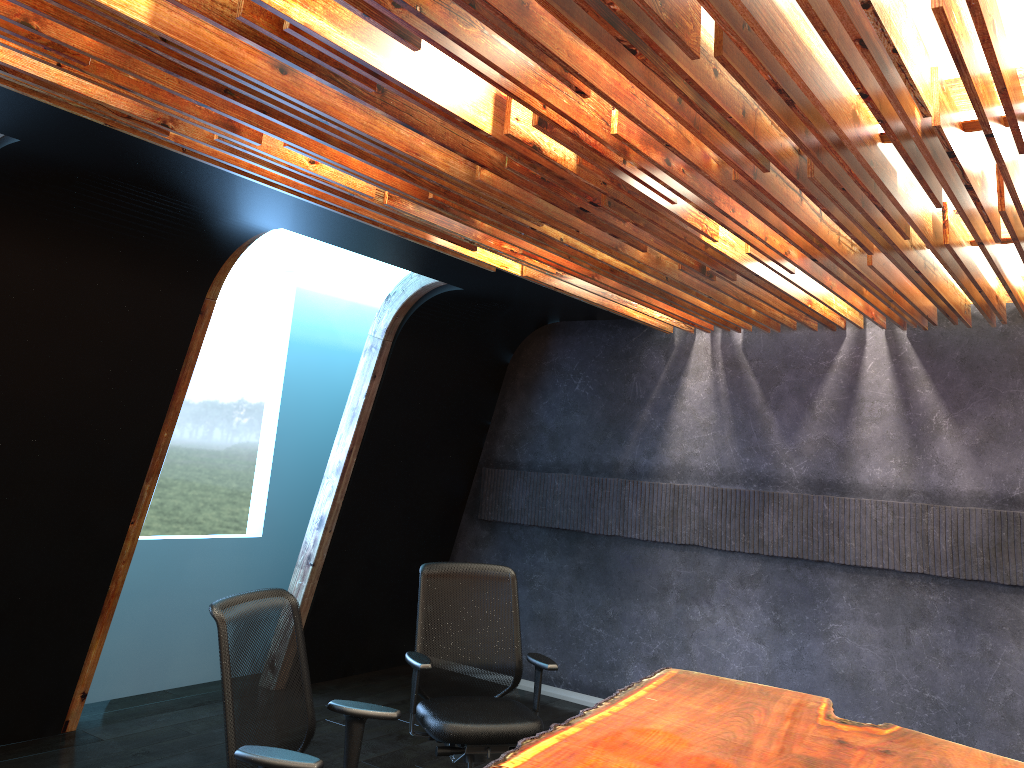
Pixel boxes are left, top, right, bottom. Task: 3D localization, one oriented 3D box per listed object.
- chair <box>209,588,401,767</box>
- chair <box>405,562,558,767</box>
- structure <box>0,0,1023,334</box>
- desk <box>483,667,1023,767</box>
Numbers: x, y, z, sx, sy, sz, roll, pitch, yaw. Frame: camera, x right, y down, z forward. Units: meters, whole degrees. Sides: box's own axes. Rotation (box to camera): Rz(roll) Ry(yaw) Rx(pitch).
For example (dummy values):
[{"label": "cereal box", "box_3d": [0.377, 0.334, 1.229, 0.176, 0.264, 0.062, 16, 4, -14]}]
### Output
[{"label": "chair", "box_3d": [-0.678, 1.421, 3.077, 0.797, 1.267, 0.794, 1, -11, 15]}, {"label": "chair", "box_3d": [-0.170, 1.589, 4.408, 0.812, 1.267, 0.778, 8, -12, -19]}, {"label": "structure", "box_3d": [-0.296, 0.205, 1.116, 4.513, 3.059, 11.270, -1, -8, 36]}, {"label": "desk", "box_3d": [-0.259, 1.493, 1.317, 2.030, 0.835, 6.542, 0, -7, 36]}]
